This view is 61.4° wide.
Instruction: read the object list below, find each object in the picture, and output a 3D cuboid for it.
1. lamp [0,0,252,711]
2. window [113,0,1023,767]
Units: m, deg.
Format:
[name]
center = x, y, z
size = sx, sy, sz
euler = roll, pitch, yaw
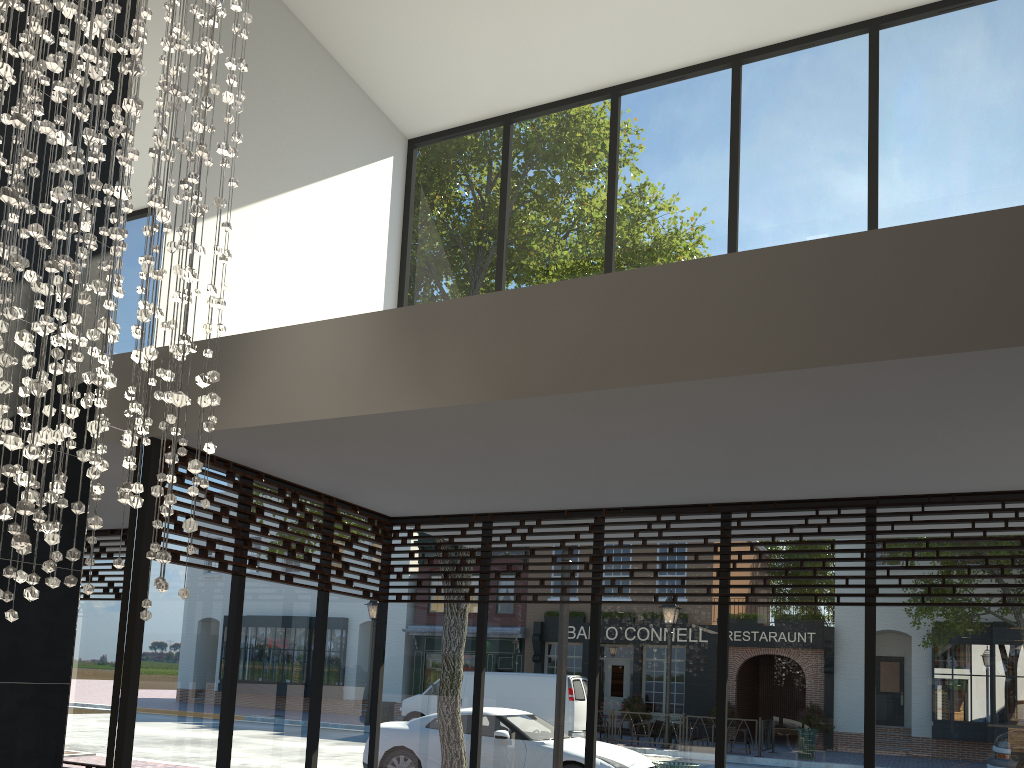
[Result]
[lamp]
center = -0.214, -45.865, 0.765
size = 409.443, 109.250, 409.137
euler = 17, -23, -37
[window]
center = 1.310, 0.202, 4.405
size = 6.172, 5.780, 2.433
euler = -3, -10, 25
